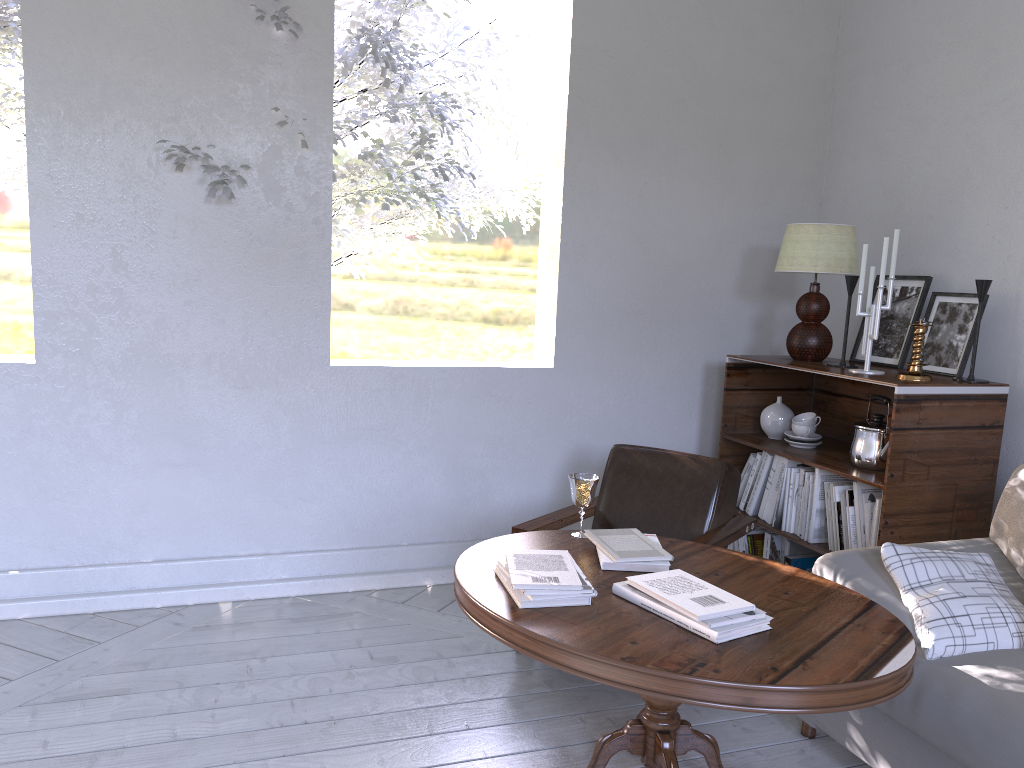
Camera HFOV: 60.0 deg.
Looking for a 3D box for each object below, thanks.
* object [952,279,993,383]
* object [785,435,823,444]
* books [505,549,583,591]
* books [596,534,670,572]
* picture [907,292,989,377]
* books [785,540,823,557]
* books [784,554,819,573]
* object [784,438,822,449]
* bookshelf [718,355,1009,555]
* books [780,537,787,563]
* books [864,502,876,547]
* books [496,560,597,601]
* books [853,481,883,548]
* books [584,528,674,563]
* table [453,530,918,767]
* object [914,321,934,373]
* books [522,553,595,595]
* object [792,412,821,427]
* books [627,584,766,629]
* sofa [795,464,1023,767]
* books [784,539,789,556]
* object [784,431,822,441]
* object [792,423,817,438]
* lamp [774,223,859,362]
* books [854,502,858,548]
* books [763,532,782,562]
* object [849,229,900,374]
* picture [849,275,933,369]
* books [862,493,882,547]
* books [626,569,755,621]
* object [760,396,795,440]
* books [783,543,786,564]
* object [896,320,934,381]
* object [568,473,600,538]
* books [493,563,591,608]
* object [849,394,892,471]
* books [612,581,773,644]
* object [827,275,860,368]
[{"bbox_3d":[1.315,-0.148,2.504,0.095,0.291,0.094,3,9,2],"label":"object"},{"bbox_3d":[0.969,0.188,2.949,0.120,0.021,0.121,7,8,28],"label":"object"},{"bbox_3d":[0.059,0.368,1.768,0.136,0.011,0.215,2,7,-4],"label":"books"},{"bbox_3d":[0.268,0.379,2.013,0.147,0.018,0.229,3,7,1],"label":"books"},{"bbox_3d":[1.322,-0.152,2.696,0.080,0.253,0.201,-1,9,-20],"label":"picture"},{"bbox_3d":[0.955,0.624,2.918,0.146,0.232,0.013,-1,10,-21],"label":"books"},{"bbox_3d":[0.934,0.650,2.888,0.112,0.186,0.033,-1,10,-21],"label":"books"},{"bbox_3d":[0.969,0.197,2.951,0.120,0.021,0.121,7,8,28],"label":"object"},{"bbox_3d":[1.054,0.346,2.851,0.401,0.805,0.794,-1,9,-21],"label":"bookshelf"},{"bbox_3d":[0.959,0.613,2.967,0.144,0.238,0.022,-1,10,-21],"label":"books"},{"bbox_3d":[1.066,0.430,2.543,0.115,0.179,0.055,-1,10,-21],"label":"books"},{"bbox_3d":[0.065,0.388,1.778,0.136,0.010,0.213,0,7,-19],"label":"books"},{"bbox_3d":[1.053,0.399,2.566,0.126,0.235,0.077,-1,10,-21],"label":"books"},{"bbox_3d":[0.260,0.364,2.011,0.136,0.011,0.213,1,7,-14],"label":"books"},{"bbox_3d":[0.301,0.632,1.831,0.946,0.434,0.736,9,10,39],"label":"table"},{"bbox_3d":[1.186,-0.106,2.570,0.062,0.173,0.061,-6,12,-44],"label":"object"},{"bbox_3d":[0.071,0.377,1.785,0.135,0.010,0.239,2,7,-9],"label":"books"},{"bbox_3d":[0.971,0.129,2.941,0.078,0.068,0.082,2,8,-6],"label":"object"},{"bbox_3d":[0.345,0.406,1.680,0.135,0.010,0.239,-1,8,-29],"label":"books"},{"bbox_3d":[1.325,0.621,1.338,0.767,0.686,1.849,0,8,-21],"label":"sofa"},{"bbox_3d":[0.958,0.622,2.932,0.146,0.232,0.013,-1,10,-21],"label":"books"},{"bbox_3d":[0.969,0.178,2.951,0.121,0.024,0.120,1,7,-16],"label":"object"},{"bbox_3d":[0.969,0.157,2.946,0.079,0.050,0.082,10,10,42],"label":"object"},{"bbox_3d":[1.007,-0.300,2.952,0.265,0.450,0.267,11,12,43],"label":"lamp"},{"bbox_3d":[1.049,0.424,2.576,0.115,0.179,0.055,-1,10,-21],"label":"books"},{"bbox_3d":[0.911,0.612,2.984,0.141,0.233,0.042,-1,10,-21],"label":"books"},{"bbox_3d":[1.070,-0.243,2.616,0.101,0.426,0.100,-4,11,-37],"label":"object"},{"bbox_3d":[1.243,-0.207,2.920,0.095,0.302,0.230,-1,9,-20],"label":"picture"},{"bbox_3d":[1.065,0.416,2.554,0.114,0.201,0.060,-1,10,-21],"label":"books"},{"bbox_3d":[0.333,0.395,1.674,0.136,0.010,0.213,-1,8,-29],"label":"books"},{"bbox_3d":[0.923,0.117,3.077,0.111,0.148,0.122,-1,9,-23],"label":"object"},{"bbox_3d":[0.964,0.626,2.951,0.139,0.220,0.016,-1,10,-21],"label":"books"},{"bbox_3d":[1.139,-0.098,2.489,0.096,0.173,0.095,2,9,-2],"label":"object"},{"bbox_3d":[0.170,0.295,2.142,0.076,0.149,0.075,-1,10,-25],"label":"object"},{"bbox_3d":[0.056,0.400,1.783,0.142,0.015,0.220,1,7,-14],"label":"books"},{"bbox_3d":[1.100,0.147,2.621,0.143,0.225,0.189,-2,10,-30],"label":"object"},{"bbox_3d":[0.338,0.421,1.688,0.149,0.021,0.277,-2,8,-34],"label":"books"},{"bbox_3d":[1.062,-0.197,2.807,0.095,0.291,0.094,3,9,2],"label":"object"}]
